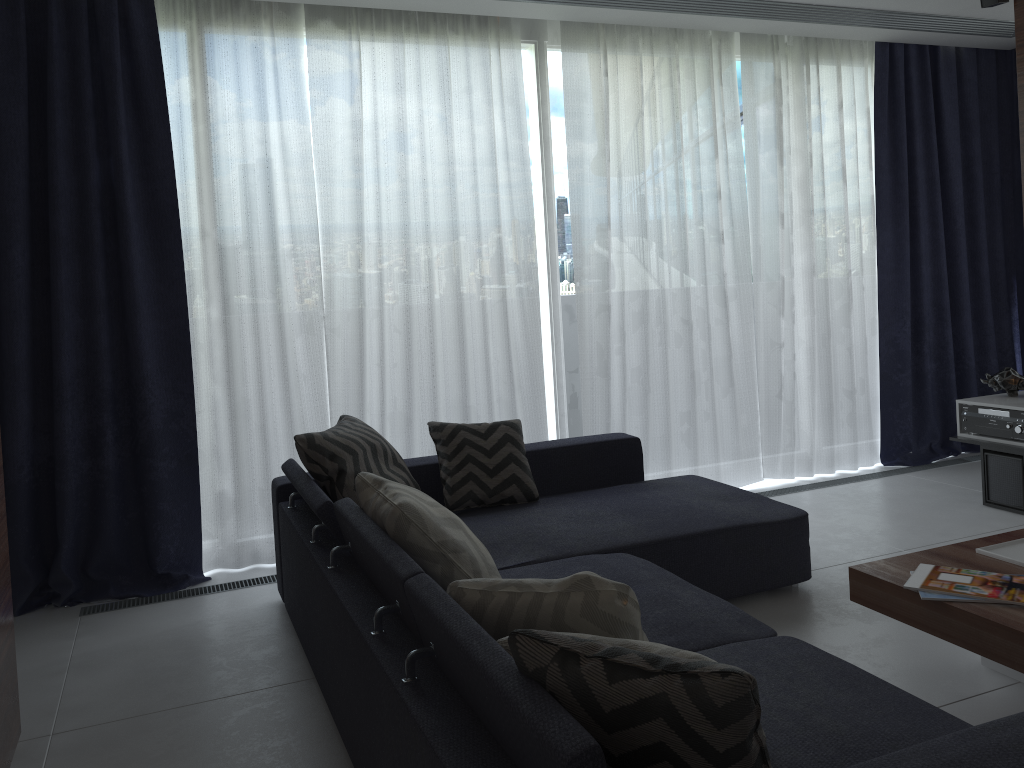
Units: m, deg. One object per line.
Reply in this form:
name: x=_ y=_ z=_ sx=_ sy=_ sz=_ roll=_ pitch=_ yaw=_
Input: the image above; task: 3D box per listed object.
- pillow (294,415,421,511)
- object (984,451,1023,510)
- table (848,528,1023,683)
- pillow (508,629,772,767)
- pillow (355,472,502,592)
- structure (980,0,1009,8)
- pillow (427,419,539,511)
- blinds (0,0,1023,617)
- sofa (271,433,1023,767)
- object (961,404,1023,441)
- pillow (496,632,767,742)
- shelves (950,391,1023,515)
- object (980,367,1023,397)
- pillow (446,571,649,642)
pillow: x=-0.563 y=0.399 z=3.322 sx=0.355 sy=0.516 sz=0.601 roll=-3 pitch=4 yaw=9
object: x=2.486 y=0.456 z=4.303 sx=0.255 sy=0.250 sz=0.213 roll=-5 pitch=4 yaw=-22
table: x=1.511 y=0.693 z=2.366 sx=0.807 sy=0.351 sz=0.803 roll=-5 pitch=6 yaw=-22
pillow: x=0.219 y=0.554 z=1.352 sx=0.415 sy=0.384 sz=0.222 roll=0 pitch=4 yaw=38
pillow: x=-0.217 y=0.455 z=2.460 sx=0.343 sy=0.387 sz=0.496 roll=-5 pitch=5 yaw=-22
structure: x=2.278 y=-1.856 z=4.178 sx=0.115 sy=0.142 sz=0.084 roll=-5 pitch=3 yaw=-32
pillow: x=-0.114 y=0.324 z=3.673 sx=0.415 sy=0.344 sz=0.287 roll=-5 pitch=3 yaw=-17
blinds: x=1.192 y=-0.468 z=2.082 sx=7.148 sy=2.763 sz=5.818 roll=-5 pitch=6 yaw=-18
sofa: x=0.442 y=0.599 z=2.617 sx=1.903 sy=0.606 sz=2.881 roll=-6 pitch=6 yaw=-22
object: x=2.532 y=0.179 z=4.422 sx=0.369 sy=0.150 sz=0.370 roll=-5 pitch=6 yaw=-22
pillow: x=0.229 y=0.563 z=1.598 sx=0.415 sy=0.293 sz=0.332 roll=-1 pitch=5 yaw=30
shelves: x=3.091 y=0.389 z=3.607 sx=0.875 sy=0.497 sz=2.356 roll=-5 pitch=6 yaw=-22
object: x=2.595 y=-0.013 z=4.562 sx=0.310 sy=0.149 sz=0.138 roll=-1 pitch=4 yaw=26
pillow: x=0.097 y=0.534 z=1.851 sx=0.417 sy=0.350 sz=0.282 roll=-2 pitch=4 yaw=21
